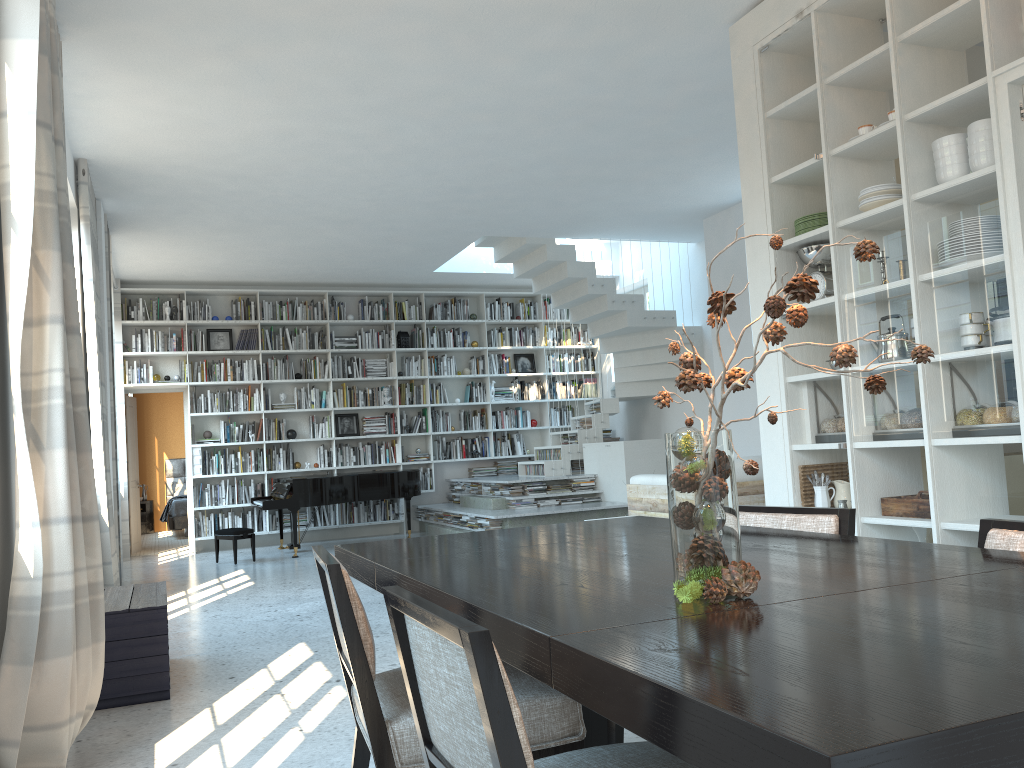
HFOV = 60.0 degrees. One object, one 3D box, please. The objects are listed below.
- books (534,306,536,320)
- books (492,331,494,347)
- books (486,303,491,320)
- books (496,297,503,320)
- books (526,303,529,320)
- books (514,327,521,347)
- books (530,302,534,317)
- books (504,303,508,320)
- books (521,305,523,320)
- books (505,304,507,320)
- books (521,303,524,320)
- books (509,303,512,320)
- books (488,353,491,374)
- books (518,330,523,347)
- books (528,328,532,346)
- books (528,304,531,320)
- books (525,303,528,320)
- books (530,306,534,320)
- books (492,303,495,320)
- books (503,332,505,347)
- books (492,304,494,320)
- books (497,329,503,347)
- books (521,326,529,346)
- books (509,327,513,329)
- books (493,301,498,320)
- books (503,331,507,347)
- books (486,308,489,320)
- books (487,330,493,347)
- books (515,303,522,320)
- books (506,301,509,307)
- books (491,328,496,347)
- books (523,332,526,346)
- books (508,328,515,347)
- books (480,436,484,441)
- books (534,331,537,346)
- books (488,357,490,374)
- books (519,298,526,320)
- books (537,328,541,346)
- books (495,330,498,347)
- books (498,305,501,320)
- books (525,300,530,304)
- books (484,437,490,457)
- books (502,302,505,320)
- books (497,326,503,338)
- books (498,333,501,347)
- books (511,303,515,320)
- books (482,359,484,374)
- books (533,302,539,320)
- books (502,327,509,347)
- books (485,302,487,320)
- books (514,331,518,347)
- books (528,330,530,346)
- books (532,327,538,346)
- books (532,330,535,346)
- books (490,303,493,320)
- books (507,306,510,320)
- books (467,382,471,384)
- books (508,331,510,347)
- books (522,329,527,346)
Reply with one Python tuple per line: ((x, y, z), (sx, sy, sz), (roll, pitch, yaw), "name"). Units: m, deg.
((0.294, -0.968, 12.398), (0.031, 0.211, 0.131), (-2, -4, -22), "books")
((-0.289, -0.597, 12.118), (0.013, 0.236, 0.142), (-2, -4, -22), "books")
((-0.338, -0.970, 12.122), (0.025, 0.250, 0.178), (-2, -4, -22), "books")
((-0.175, -1.016, 12.184), (0.014, 0.332, 0.180), (-2, -4, -22), "books")
((0.189, -0.988, 12.349), (0.017, 0.256, 0.146), (-2, -4, -22), "books")
((0.068, -0.631, 12.268), (0.048, 0.283, 0.162), (-2, -4, -22), "books")
((0.268, -1.002, 12.384), (0.025, 0.279, 0.136), (-2, -4, -22), "books")
((-0.100, -0.978, 12.225), (0.021, 0.254, 0.151), (-2, -4, -22), "books")
((0.107, -0.969, 12.294), (0.008, 0.220, 0.182), (-2, -4, -22), "books")
((-0.116, -0.970, 12.208), (0.022, 0.236, 0.172), (-2, -4, -22), "books")
((0.122, -0.985, 12.308), (0.016, 0.251, 0.189), (-2, -4, -22), "books")
((-0.038, -0.980, 12.260), (0.012, 0.254, 0.161), (-2, -4, -22), "books")
((-0.317, -0.262, 12.085), (0.015, 0.300, 0.140), (-2, -4, -22), "books")
((0.107, -0.613, 12.256), (0.014, 0.239, 0.189), (-2, -4, -22), "books")
((0.233, -0.633, 12.312), (0.036, 0.272, 0.177), (-2, -4, -22), "books")
((0.213, -0.980, 12.335), (0.018, 0.235, 0.186), (-2, -4, -22), "books")
((0.172, -0.985, 12.326), (0.031, 0.248, 0.164), (-2, -4, -22), "books")
((0.251, -0.968, 12.355), (0.029, 0.210, 0.169), (-2, -4, -22), "books")
((-0.274, -0.970, 12.169), (0.027, 0.249, 0.140), (-2, -4, -22), "books")
((-0.138, -0.596, 12.176), (0.030, 0.224, 0.158), (-2, -4, -22), "books")
((-0.291, -0.961, 12.143), (0.024, 0.231, 0.169), (-2, -4, -22), "books")
((-0.172, -0.614, 12.155), (0.026, 0.261, 0.167), (-2, -4, -22), "books")
((0.183, -0.642, 12.291), (0.022, 0.294, 0.181), (-2, -4, -22), "books")
((-0.017, -0.629, 12.239), (0.012, 0.285, 0.159), (-2, -4, -22), "books")
((-0.234, -0.986, 12.168), (0.048, 0.278, 0.150), (-2, -4, -22), "books")
((-0.119, -0.601, 12.200), (0.024, 0.236, 0.146), (-2, -4, -22), "books")
((-0.353, -0.936, 12.100), (0.022, 0.182, 0.190), (-2, -4, -22), "books")
((-0.302, -0.606, 12.116), (0.012, 0.254, 0.161), (-2, -4, -22), "books")
((0.094, -0.987, 12.288), (0.019, 0.256, 0.169), (-2, -4, -22), "books")
((-0.068, -0.991, 12.252), (0.012, 0.279, 0.153), (-2, -4, -22), "books")
((-0.260, -0.621, 12.131), (0.051, 0.282, 0.167), (-2, -4, -22), "books")
((0.138, -0.602, 12.275), (0.031, 0.217, 0.165), (-2, -4, -22), "books")
((-0.023, -0.624, 12.171), (0.032, 0.265, 0.245), (-2, -4, -22), "books")
((-0.408, 0.850, 11.966), (0.012, 0.282, 0.143), (-2, -4, -22), "books")
((0.295, -0.614, 12.354), (0.022, 0.234, 0.158), (-2, -4, -22), "books")
((-0.342, -0.237, 12.088), (0.030, 0.253, 0.128), (-2, -4, -22), "books")
((0.147, -1.020, 12.320), (0.007, 0.320, 0.165), (-2, -4, -22), "books")
((0.345, -0.632, 12.368), (0.031, 0.265, 0.169), (-2, -4, -22), "books")
((-0.227, -0.606, 12.153), (0.026, 0.250, 0.130), (-2, -4, -22), "books")
((-0.197, -0.964, 12.183), (0.030, 0.231, 0.148), (-2, -4, -22), "books")
((0.222, -1.010, 12.362), (0.020, 0.299, 0.131), (-2, -4, -22), "books")
((-0.335, 0.851, 11.970), (0.025, 0.272, 0.171), (-2, -4, -22), "books")
((-0.133, -0.982, 12.202), (0.014, 0.262, 0.168), (-2, -4, -22), "books")
((-0.159, -0.631, 12.171), (0.011, 0.296, 0.162), (-2, -4, -22), "books")
((-0.193, -0.587, 12.140), (0.025, 0.207, 0.175), (-2, -4, -22), "books")
((-0.014, -0.983, 12.256), (0.030, 0.257, 0.165), (-2, -4, -22), "books")
((-0.423, -0.219, 12.039), (0.013, 0.220, 0.155), (-2, -4, -22), "books")
((0.327, -0.997, 12.389), (0.026, 0.263, 0.163), (-2, -4, -22), "books")
((-0.090, -0.630, 12.191), (0.026, 0.287, 0.156), (-2, -4, -22), "books")
((-0.383, -0.974, 12.122), (0.014, 0.264, 0.140), (-2, -4, -22), "books")
((0.028, -0.606, 12.220), (0.030, 0.230, 0.187), (-2, -4, -22), "books")
((0.208, -0.620, 12.311), (0.011, 0.248, 0.152), (-2, -4, -22), "books")
((0.317, -0.640, 12.360), (0.026, 0.283, 0.147), (-2, -4, -22), "books")
((0.262, -0.618, 12.330), (0.030, 0.241, 0.162), (-2, -4, -22), "books")
((-0.311, -0.967, 12.126), (0.026, 0.241, 0.185), (-2, -4, -22), "books")
((-0.072, -0.954, 12.219), (0.024, 0.202, 0.190), (-2, -4, -22), "books")
((-0.565, 0.119, 11.963), (0.016, 0.290, 0.135), (-2, -4, -22), "books")
((-0.068, -0.605, 12.208), (0.025, 0.238, 0.143), (-2, -4, -22), "books")
((0.158, -0.625, 12.294), (0.023, 0.263, 0.156), (-2, -4, -22), "books")
